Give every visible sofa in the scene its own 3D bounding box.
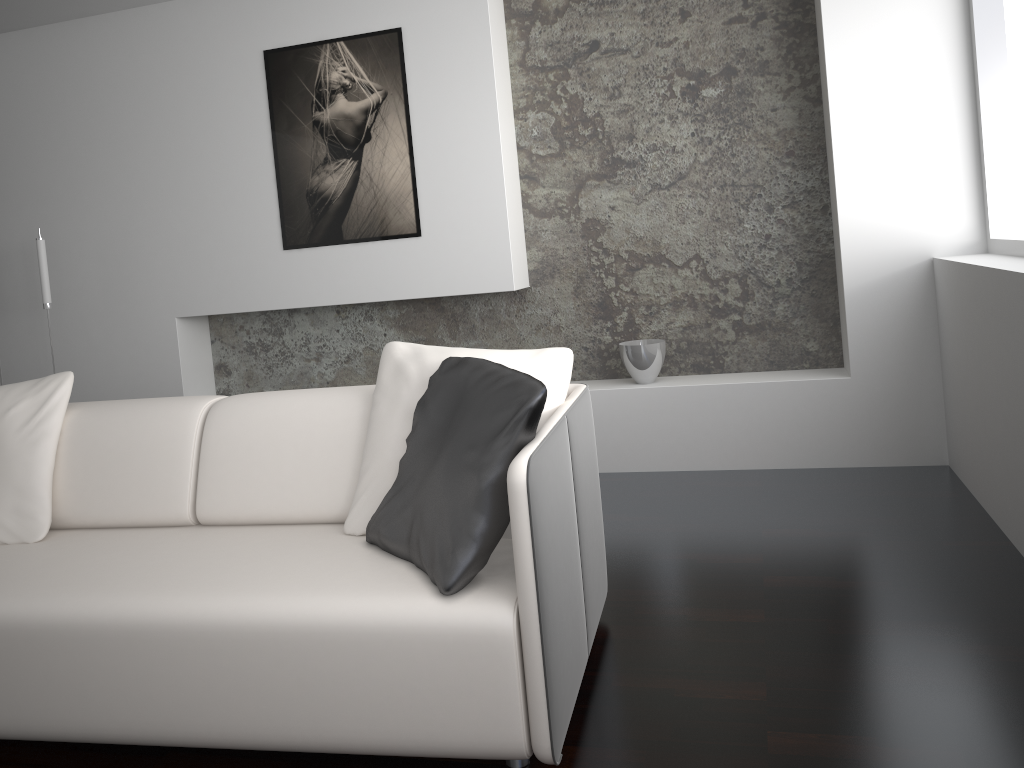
[{"bbox_3d":[-0.922,0.414,2.377,2.234,0.657,0.930,-3,7,13],"label":"sofa"}]

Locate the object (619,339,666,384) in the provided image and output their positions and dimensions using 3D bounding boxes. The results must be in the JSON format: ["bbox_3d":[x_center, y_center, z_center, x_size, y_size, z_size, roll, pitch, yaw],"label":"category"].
[{"bbox_3d":[0.616,-0.101,4.116,0.215,0.189,0.218,-4,6,10],"label":"object"}]

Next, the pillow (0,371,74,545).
[{"bbox_3d":[-1.604,0.249,2.631,0.584,0.497,0.326,-5,4,5],"label":"pillow"}]

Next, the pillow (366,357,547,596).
[{"bbox_3d":[-0.117,0.181,2.023,0.335,0.433,0.553,-8,6,-28],"label":"pillow"}]

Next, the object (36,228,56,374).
[{"bbox_3d":[-2.331,-0.098,4.482,0.180,1.388,0.181,-5,2,16],"label":"object"}]

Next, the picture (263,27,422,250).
[{"bbox_3d":[-0.840,-1.188,4.320,0.744,0.999,0.004,-4,2,16],"label":"picture"}]

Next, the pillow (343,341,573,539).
[{"bbox_3d":[-0.140,0.145,2.298,0.586,0.504,0.302,-3,4,20],"label":"pillow"}]

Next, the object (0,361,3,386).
[{"bbox_3d":[-2.734,-0.094,4.701,0.180,1.388,0.181,-5,2,16],"label":"object"}]
